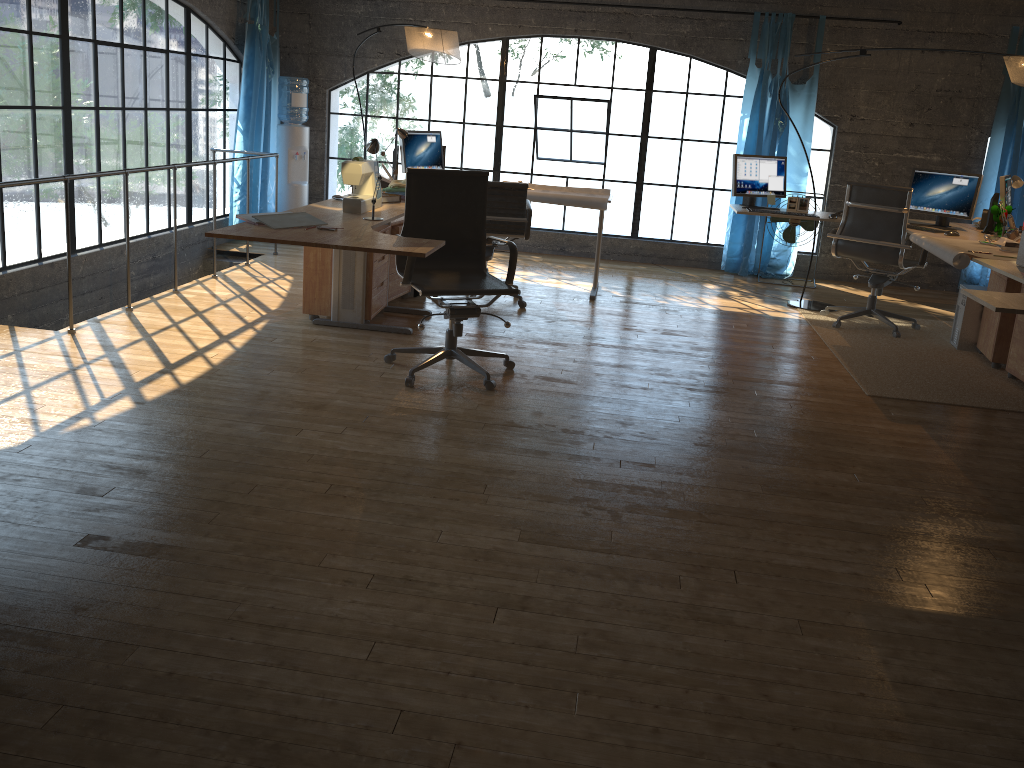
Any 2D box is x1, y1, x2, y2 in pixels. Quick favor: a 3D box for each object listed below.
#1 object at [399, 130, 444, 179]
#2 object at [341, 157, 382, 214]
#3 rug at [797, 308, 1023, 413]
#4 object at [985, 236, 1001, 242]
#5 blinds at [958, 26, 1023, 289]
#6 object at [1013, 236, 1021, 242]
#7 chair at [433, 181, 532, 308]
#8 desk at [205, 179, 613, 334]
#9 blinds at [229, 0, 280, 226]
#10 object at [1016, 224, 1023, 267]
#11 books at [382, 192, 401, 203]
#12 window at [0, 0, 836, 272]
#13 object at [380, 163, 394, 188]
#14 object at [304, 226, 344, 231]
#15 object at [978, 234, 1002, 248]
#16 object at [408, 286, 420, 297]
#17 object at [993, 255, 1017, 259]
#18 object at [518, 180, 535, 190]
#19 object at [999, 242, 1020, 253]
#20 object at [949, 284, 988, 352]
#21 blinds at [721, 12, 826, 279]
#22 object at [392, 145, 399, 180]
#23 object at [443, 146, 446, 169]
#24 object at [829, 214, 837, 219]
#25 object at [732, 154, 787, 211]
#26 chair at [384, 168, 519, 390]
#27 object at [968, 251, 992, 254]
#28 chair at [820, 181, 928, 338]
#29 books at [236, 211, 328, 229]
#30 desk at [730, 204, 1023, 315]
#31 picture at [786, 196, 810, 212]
[{"bbox_3d":[-0.678,-1.710,6.648,0.288,0.382,0.476,13,18,31],"label":"object"},{"bbox_3d":[-0.829,-1.099,4.841,0.137,0.278,0.412,6,16,7],"label":"object"},{"bbox_3d":[2.813,-0.176,5.600,1.602,0.005,2.251,6,18,7],"label":"rug"},{"bbox_3d":[3.046,-0.912,5.566,0.110,0.022,0.140,13,19,26],"label":"object"},{"bbox_3d":[4.442,-1.778,7.522,0.861,2.368,0.265,8,13,16],"label":"blinds"},{"bbox_3d":[3.301,-0.983,5.399,0.286,0.293,0.404,4,16,-2],"label":"object"},{"bbox_3d":[-0.212,-1.008,6.164,0.653,0.841,0.701,3,15,-6],"label":"chair"},{"bbox_3d":[-0.309,-0.716,5.414,1.637,0.723,3.587,6,17,8],"label":"desk"},{"bbox_3d":[-2.233,-2.447,7.896,0.262,2.236,0.966,5,13,3],"label":"blinds"},{"bbox_3d":[2.747,-0.791,4.396,0.270,0.448,0.227,4,14,-3],"label":"object"},{"bbox_3d":[-0.836,-1.137,5.336,0.262,0.053,0.295,-11,23,-40],"label":"books"},{"bbox_3d":[-0.870,-2.151,7.425,6.970,1.831,3.249,-7,19,-31],"label":"window"},{"bbox_3d":[-0.879,-1.461,6.177,0.190,0.161,0.173,2,15,-8],"label":"object"},{"bbox_3d":[-0.862,-0.714,4.055,0.142,0.013,0.130,7,18,10],"label":"object"},{"bbox_3d":[2.894,-0.863,5.310,0.054,0.063,0.163,-3,18,-25],"label":"object"},{"bbox_3d":[-0.854,-0.858,6.264,0.481,0.403,0.204,8,14,12],"label":"object"},{"bbox_3d":[2.707,-0.692,4.814,0.147,0.007,0.008,9,16,16],"label":"object"},{"bbox_3d":[0.100,-1.531,6.792,0.159,0.063,0.055,-4,17,-25],"label":"object"},{"bbox_3d":[2.881,-0.786,5.074,0.130,0.054,0.050,6,15,7],"label":"object"},{"bbox_3d":[3.168,-0.408,5.756,0.481,0.403,0.204,8,14,12],"label":"object"},{"bbox_3d":[2.317,-2.081,7.797,0.667,2.249,0.263,5,13,2],"label":"blinds"},{"bbox_3d":[-0.860,-1.614,6.482,0.085,0.272,0.086,-6,17,-38],"label":"object"},{"bbox_3d":[-0.558,-1.724,6.902,0.085,0.272,0.086,6,13,9],"label":"object"},{"bbox_3d":[2.273,-1.187,6.246,0.059,0.033,0.103,9,18,16],"label":"object"},{"bbox_3d":[1.846,-1.511,6.597,0.470,0.382,0.292,-2,16,-22],"label":"object"},{"bbox_3d":[-0.257,-0.550,4.444,0.653,0.994,0.699,-2,15,-23],"label":"chair"},{"bbox_3d":[2.607,-0.732,4.914,0.126,0.009,0.012,11,17,20],"label":"object"},{"bbox_3d":[2.557,-0.907,6.226,0.661,0.994,0.691,16,18,40],"label":"chair"},{"bbox_3d":[-1.089,-0.780,4.161,0.322,0.043,0.310,19,23,40],"label":"books"},{"bbox_3d":[3.012,-0.343,4.991,3.262,0.723,3.548,6,17,7],"label":"desk"},{"bbox_3d":[2.134,-1.342,6.589,0.159,0.103,0.032,6,13,8],"label":"picture"}]
